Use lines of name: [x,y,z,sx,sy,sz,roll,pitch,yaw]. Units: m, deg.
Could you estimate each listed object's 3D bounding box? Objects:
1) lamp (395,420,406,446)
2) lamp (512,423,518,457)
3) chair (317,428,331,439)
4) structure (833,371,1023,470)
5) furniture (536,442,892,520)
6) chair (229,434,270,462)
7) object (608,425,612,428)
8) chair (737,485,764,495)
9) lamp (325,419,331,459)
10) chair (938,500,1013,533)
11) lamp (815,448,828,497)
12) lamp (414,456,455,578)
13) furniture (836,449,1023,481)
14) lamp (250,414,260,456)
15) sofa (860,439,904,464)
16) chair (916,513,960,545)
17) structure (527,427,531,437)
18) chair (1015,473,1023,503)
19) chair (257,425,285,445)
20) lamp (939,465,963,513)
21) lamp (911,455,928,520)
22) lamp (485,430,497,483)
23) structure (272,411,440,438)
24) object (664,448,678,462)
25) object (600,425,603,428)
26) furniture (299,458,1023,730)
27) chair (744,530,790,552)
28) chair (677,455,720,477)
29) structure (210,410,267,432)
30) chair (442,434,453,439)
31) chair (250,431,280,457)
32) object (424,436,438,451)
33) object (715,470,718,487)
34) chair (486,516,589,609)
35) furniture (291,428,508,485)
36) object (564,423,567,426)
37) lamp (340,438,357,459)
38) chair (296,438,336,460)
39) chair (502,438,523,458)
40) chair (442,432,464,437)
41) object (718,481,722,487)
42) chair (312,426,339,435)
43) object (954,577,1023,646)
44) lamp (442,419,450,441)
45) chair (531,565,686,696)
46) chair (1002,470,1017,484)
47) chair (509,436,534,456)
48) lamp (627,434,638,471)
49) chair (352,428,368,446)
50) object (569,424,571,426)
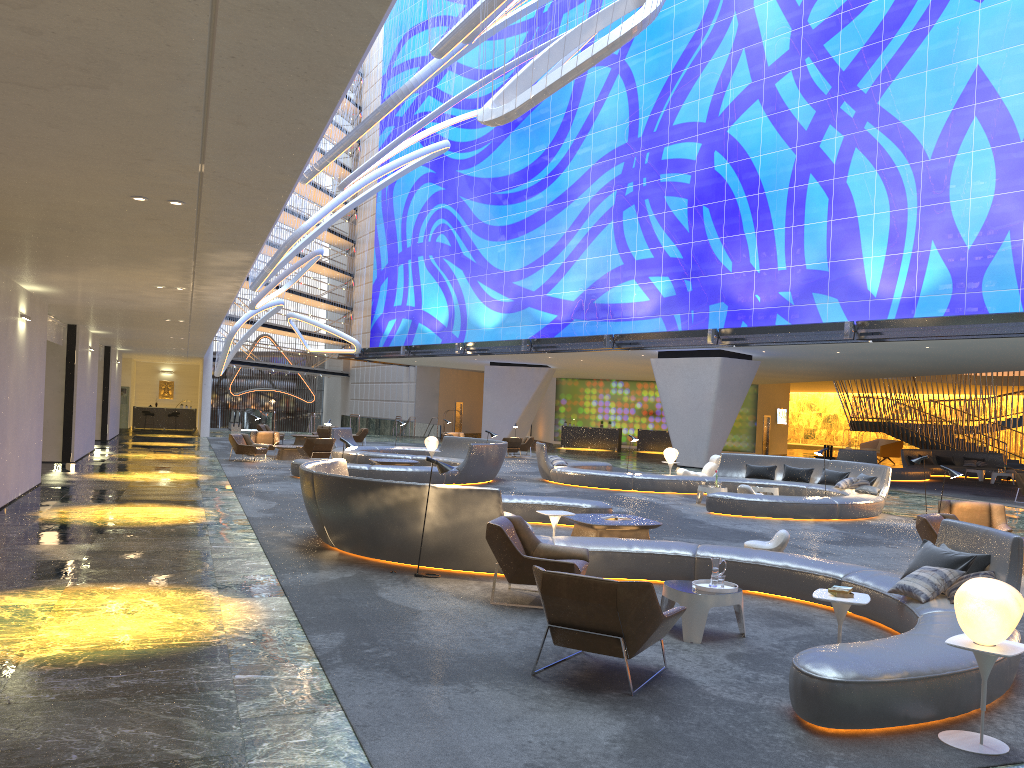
lamp: [-3.728,1.838,29.287,0.384,1.301,0.202,3,0,-3]
lamp: [0.111,2.133,33.623,0.202,1.301,0.384,3,0,-4]
chair: [-6.960,2.088,34.013,0.929,0.767,0.939,2,-1,31]
structure: [23.552,1.177,38.562,11.988,6.248,16.484,3,-1,-20]
furniture: [4.363,2.127,21.311,5.189,0.969,9.922,3,-2,-28]
chair: [-7.533,1.823,25.294,0.938,0.767,0.930,2,-1,13]
object: [4.937,2.144,44.723,0.150,0.145,0.150,2,-1,13]
chair: [5.264,2.369,18.894,0.585,0.501,1.786,2,-1,34]
lamp: [-5.315,1.665,25.623,0.202,1.301,0.384,3,0,-4]
chair: [6.789,2.147,13.073,0.929,0.767,0.939,2,-1,21]
lamp: [6.880,2.063,19.709,0.384,1.301,0.202,3,0,-27]
lamp: [-0.834,1.431,9.549,0.384,1.301,0.202,3,0,-21]
furniture: [14.661,2.894,32.080,9.927,0.969,5.186,3,-2,-3]
lamp: [-8.094,1.595,27.753,0.384,1.301,0.202,3,0,-3]
sofa: [18.178,3.306,43.719,1.062,1.180,3.418,3,-1,6]
chair: [5.528,2.029,10.873,0.930,0.767,0.938,3,-1,-42]
structure: [0.847,2.254,50.242,1.023,2.051,0.772,3,0,-42]
chair: [13.680,2.736,23.039,0.930,0.767,0.938,3,-1,-22]
chair: [-9.428,1.990,34.588,0.938,0.767,0.930,3,-1,4]
lamp: [6.487,1.868,13.213,0.384,1.301,0.202,3,0,32]
lamp: [8.114,2.064,17.636,0.384,1.301,0.202,3,0,24]
lamp: [-0.558,1.775,21.672,0.384,1.301,0.202,3,0,-3]
structure: [-11.980,5.962,57.891,9.309,8.400,19.727,3,-1,-20]
object: [4.236,1.894,23.645,0.367,0.387,0.318,3,-1,-38]
object: [4.538,2.128,44.805,0.150,0.145,0.150,2,-1,13]
furniture: [0.663,1.647,9.969,5.188,0.969,9.923,3,-2,-24]
chair: [3.196,2.060,11.064,0.586,0.501,0.491,2,-1,14]
chair: [4.925,2.277,23.074,1.157,0.882,0.729,3,0,-1]
structure: [-17.854,5.587,55.245,3.018,8.240,19.822,3,-1,-20]
chair: [-2.107,2.291,33.295,0.938,0.767,0.930,2,-1,13]
chair: [-7.768,1.881,27.820,0.930,0.767,0.938,3,-1,-14]
object: [-2.174,1.607,23.907,0.367,0.387,0.318,3,0,-13]
object: [4.284,1.980,18.532,0.076,0.356,0.066,3,0,37]
chair: [0.251,1.725,8.623,0.938,0.767,0.930,2,-1,13]
furniture: [-2.847,1.889,24.698,5.186,0.969,9.928,3,-2,-3]
object: [2.733,2.058,45.340,0.149,0.150,0.149,2,-1,14]
lamp: [-2.503,1.456,13.248,0.384,1.301,0.202,3,0,29]
chair: [-5.570,1.913,25.292,0.930,0.767,0.938,3,-1,-37]
chair: [-0.144,2.381,33.293,0.930,0.767,0.938,3,-1,-37]
chair: [-2.342,2.349,35.820,0.930,0.767,0.938,3,-1,-14]
object: [4.363,2.106,18.661,0.071,0.118,0.151,3,-1,-10]
chair: [-7.745,2.129,36.856,0.929,0.767,0.939,3,-1,7]
object: [2.777,1.331,5.170,0.367,0.387,0.318,3,-1,-38]
lamp: [-2.668,2.063,35.753,0.384,1.301,0.202,3,0,-3]
chair: [0.657,1.681,6.304,0.929,0.767,0.939,2,-1,29]
chair: [17.546,3.274,31.377,0.491,0.501,0.586,3,-1,-4]
chair: [0.339,2.449,34.942,0.939,0.767,0.929,3,-1,-12]
lamp: [3.192,2.004,23.727,0.202,1.301,0.384,2,0,-45]
chair: [-6.336,2.167,35.875,0.939,0.767,0.929,3,-1,-18]
object: [2.970,2.087,45.278,0.107,0.108,0.111,2,-1,14]
